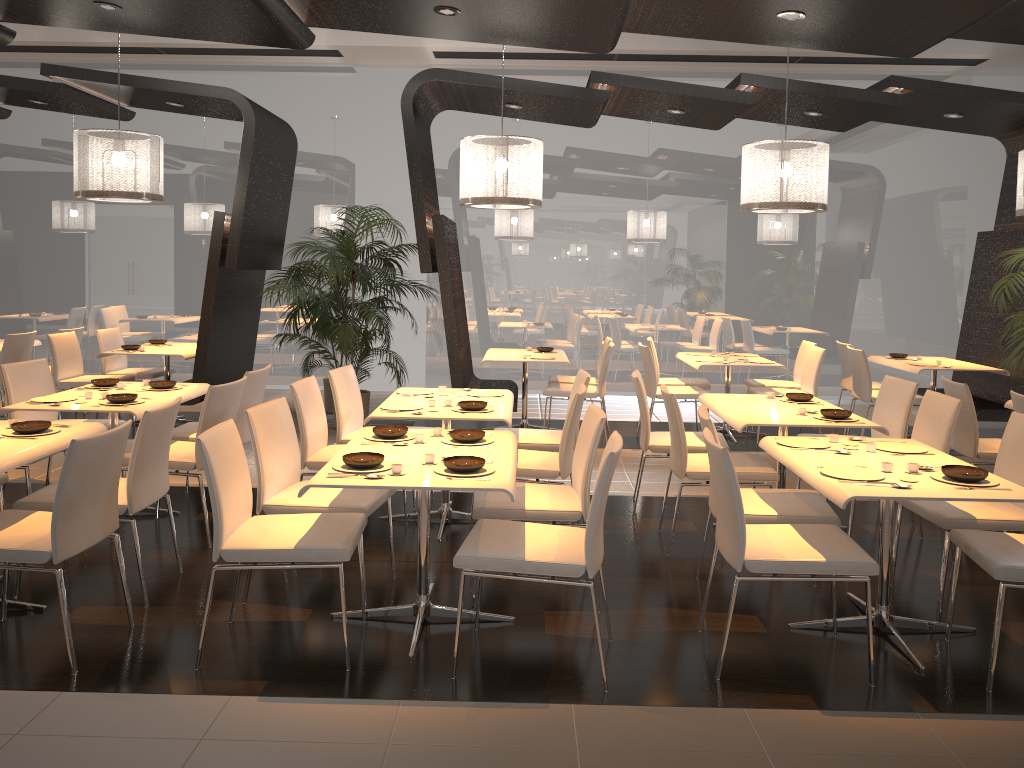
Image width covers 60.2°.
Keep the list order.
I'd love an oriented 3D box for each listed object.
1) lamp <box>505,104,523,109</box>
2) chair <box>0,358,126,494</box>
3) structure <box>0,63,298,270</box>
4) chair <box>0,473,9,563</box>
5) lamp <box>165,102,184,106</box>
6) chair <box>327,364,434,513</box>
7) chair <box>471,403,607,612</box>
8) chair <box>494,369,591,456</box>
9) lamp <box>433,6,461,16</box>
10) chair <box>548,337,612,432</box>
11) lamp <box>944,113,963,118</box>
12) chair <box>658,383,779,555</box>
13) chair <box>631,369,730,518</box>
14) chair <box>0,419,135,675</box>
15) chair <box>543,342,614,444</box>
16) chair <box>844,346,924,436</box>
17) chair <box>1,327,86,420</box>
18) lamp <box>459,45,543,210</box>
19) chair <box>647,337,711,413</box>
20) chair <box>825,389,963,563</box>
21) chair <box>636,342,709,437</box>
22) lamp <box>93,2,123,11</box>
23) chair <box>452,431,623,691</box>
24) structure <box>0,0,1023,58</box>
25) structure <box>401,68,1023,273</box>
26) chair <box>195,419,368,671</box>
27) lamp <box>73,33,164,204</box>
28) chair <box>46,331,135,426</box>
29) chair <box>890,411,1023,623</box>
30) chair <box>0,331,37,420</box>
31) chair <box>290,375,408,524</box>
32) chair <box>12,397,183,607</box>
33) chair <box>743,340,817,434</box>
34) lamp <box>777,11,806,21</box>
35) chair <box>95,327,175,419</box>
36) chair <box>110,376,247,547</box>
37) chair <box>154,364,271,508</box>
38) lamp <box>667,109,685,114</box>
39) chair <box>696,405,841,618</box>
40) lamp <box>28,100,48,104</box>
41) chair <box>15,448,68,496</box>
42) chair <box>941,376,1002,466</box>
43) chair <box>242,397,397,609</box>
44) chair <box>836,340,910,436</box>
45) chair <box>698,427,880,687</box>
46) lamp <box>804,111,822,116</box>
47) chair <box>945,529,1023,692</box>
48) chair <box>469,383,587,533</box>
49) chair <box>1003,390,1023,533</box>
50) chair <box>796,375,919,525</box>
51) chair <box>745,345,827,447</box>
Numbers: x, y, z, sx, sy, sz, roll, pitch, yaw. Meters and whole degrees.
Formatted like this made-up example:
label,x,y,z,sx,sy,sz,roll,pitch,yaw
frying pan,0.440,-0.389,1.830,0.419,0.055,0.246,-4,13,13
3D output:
label,x,y,z,sx,sy,sz,roll,pitch,yaw
lamp,0.018,-2.573,8.141,0.160,0.054,0.161,2,7,6
chair,-2.899,0.293,5.696,0.605,0.866,0.486,2,4,8
structure,-5.133,-1.977,8.242,5.932,1.721,1.410,1,5,1
chair,-2.824,0.491,4.182,0.605,0.866,0.486,2,4,8
lamp,-3.123,-2.607,8.187,0.161,0.055,0.162,0,7,-5
chair,-0.840,0.338,5.630,0.605,0.866,0.486,2,4,8
chair,0.121,0.551,4.134,0.605,0.870,0.486,1,4,-2
chair,0.184,0.357,5.623,0.605,0.866,0.486,1,4,-2
lamp,-0.380,-2.196,5.173,0.160,0.050,0.161,0,7,-5
chair,0.657,-0.014,8.563,0.605,0.870,0.486,1,4,3
lamp,4.037,-2.468,8.086,0.161,0.055,0.162,0,7,-5
chair,1.128,0.465,4.937,0.605,0.870,0.486,1,4,3
chair,1.054,0.372,5.622,0.605,0.866,0.486,2,4,8
chair,-1.864,0.602,3.478,0.605,0.870,0.486,1,4,3
chair,0.603,0.065,7.929,0.605,0.866,0.486,2,4,8
chair,3.332,0.117,7.919,0.605,0.870,0.486,1,4,3
chair,-4.566,-0.118,8.656,0.605,0.870,0.486,1,4,3
lamp,-0.068,-2.302,6.649,0.628,1.922,0.628,3,4,29
chair,1.607,-0.005,8.601,0.605,0.866,0.486,2,4,8
chair,2.105,0.484,4.908,0.605,0.866,0.486,1,4,3
chair,1.435,0.083,7.921,0.605,0.870,0.486,1,4,-2
lamp,-2.378,-2.235,5.201,0.160,0.050,0.161,0,7,-5
chair,0.117,0.639,3.442,0.605,0.866,0.486,2,4,8
structure,-0.346,-1.404,4.438,10.660,1.729,2.920,1,6,1
structure,2.027,-1.838,8.140,5.932,1.721,1.410,1,5,1
chair,-0.913,0.609,3.529,0.605,0.866,0.486,1,4,-2
lamp,-2.975,-2.358,6.690,0.627,1.922,0.629,-1,4,-27
chair,-3.828,-0.025,8.020,0.605,0.866,0.486,1,4,3
chair,2.172,0.591,4.104,0.605,0.870,0.486,1,4,-2
chair,-4.701,-0.038,8.023,0.605,0.870,0.486,1,4,3
chair,-0.927,0.416,5.019,0.605,0.866,0.486,1,4,3
chair,-1.885,0.520,4.105,0.605,0.870,0.486,1,4,-2
chair,2.593,0.021,8.554,0.605,0.870,0.486,1,4,3
lamp,1.624,-2.157,5.144,0.161,0.050,0.162,2,7,6
chair,-3.693,-0.105,8.653,0.605,0.866,0.486,1,4,3
chair,-1.848,0.404,4.983,0.605,0.866,0.486,2,4,8
chair,-1.870,0.322,5.610,0.605,0.866,0.486,1,4,3
lamp,1.506,-2.517,8.122,0.161,0.055,0.162,0,7,-5
chair,1.163,0.572,4.117,0.605,0.870,0.486,2,4,8
lamp,-4.398,-2.632,8.205,0.161,0.055,0.162,0,7,-5
chair,-2.899,0.383,5.004,0.605,0.866,0.486,1,4,-2
chair,3.052,0.415,5.579,0.605,0.870,0.486,2,4,8
chair,-0.897,0.532,4.129,0.605,0.866,0.486,2,4,8
chair,3.466,0.035,8.551,0.605,0.866,0.486,1,4,3
chair,1.061,0.650,3.501,0.605,0.870,0.486,1,4,3
lamp,2.762,-2.492,8.104,0.161,0.055,0.162,0,7,-5
chair,2.091,0.679,3.415,0.605,0.870,0.486,2,4,8
chair,0.102,0.447,4.933,0.605,0.870,0.486,2,4,8
chair,3.147,0.503,4.916,0.605,0.870,0.486,1,4,-2
chair,2.186,0.395,5.599,0.605,0.866,0.486,1,4,-2
chair,2.459,0.099,7.922,0.605,0.866,0.486,1,4,3
